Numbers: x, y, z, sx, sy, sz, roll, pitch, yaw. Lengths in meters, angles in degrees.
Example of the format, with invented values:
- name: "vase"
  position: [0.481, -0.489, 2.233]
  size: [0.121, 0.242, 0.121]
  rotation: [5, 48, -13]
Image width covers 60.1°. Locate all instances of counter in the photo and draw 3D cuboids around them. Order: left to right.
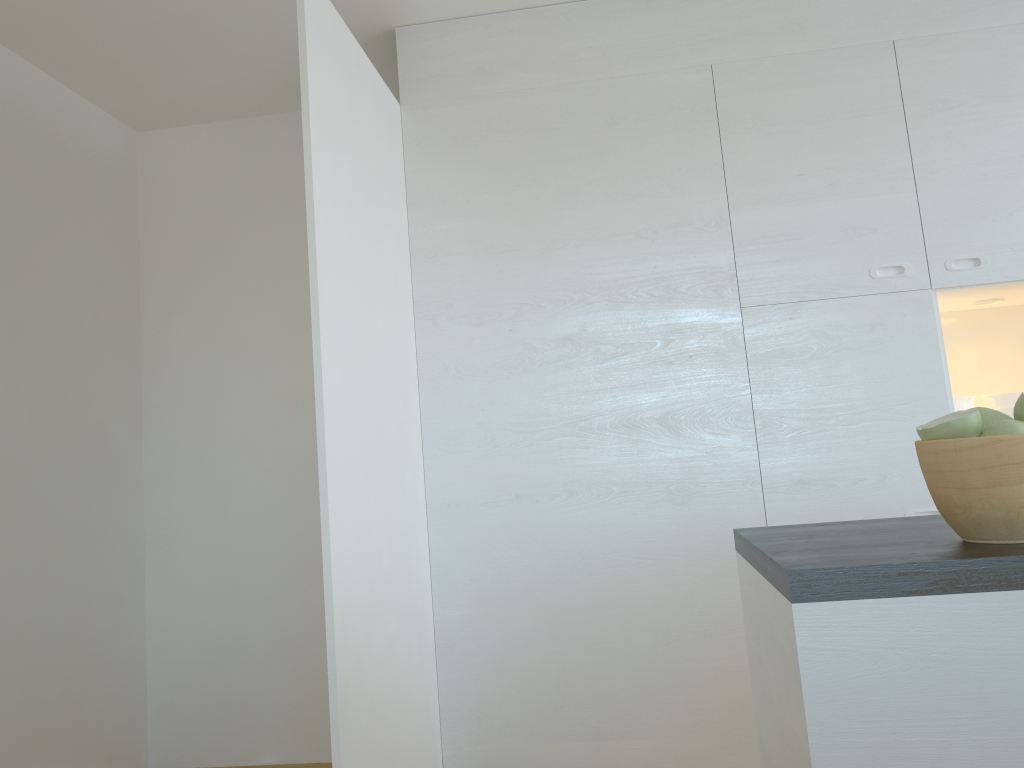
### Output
- name: "counter"
  position: [1.565, 0.163, 1.233]
  size: [2.398, 0.040, 0.596]
  rotation: [-5, -5, 7]

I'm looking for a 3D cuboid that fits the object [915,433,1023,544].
- name: "object"
  position: [0.677, 0.141, 1.222]
  size: [0.205, 0.143, 0.203]
  rotation: [-1, -7, -31]

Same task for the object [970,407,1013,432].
- name: "object"
  position: [0.689, 0.081, 1.276]
  size: [0.101, 0.099, 0.086]
  rotation: [-8, -8, 28]

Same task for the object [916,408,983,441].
- name: "object"
  position: [0.610, 0.070, 1.234]
  size: [0.083, 0.066, 0.085]
  rotation: [-7, -7, 19]

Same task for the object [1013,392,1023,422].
- name: "object"
  position: [0.737, 0.044, 1.225]
  size: [0.073, 0.072, 0.077]
  rotation: [-9, -8, 32]

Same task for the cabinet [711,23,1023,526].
- name: "cabinet"
  position: [2.391, -0.081, 2.911]
  size: [3.198, 2.322, 0.477]
  rotation: [-5, -8, 7]

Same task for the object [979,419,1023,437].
- name: "object"
  position: [0.680, 0.090, 1.194]
  size: [0.097, 0.086, 0.080]
  rotation: [-1, -8, -28]

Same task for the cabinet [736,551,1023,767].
- name: "cabinet"
  position: [1.603, 0.635, 1.162]
  size: [2.398, 0.918, 0.596]
  rotation: [-5, -8, 7]
